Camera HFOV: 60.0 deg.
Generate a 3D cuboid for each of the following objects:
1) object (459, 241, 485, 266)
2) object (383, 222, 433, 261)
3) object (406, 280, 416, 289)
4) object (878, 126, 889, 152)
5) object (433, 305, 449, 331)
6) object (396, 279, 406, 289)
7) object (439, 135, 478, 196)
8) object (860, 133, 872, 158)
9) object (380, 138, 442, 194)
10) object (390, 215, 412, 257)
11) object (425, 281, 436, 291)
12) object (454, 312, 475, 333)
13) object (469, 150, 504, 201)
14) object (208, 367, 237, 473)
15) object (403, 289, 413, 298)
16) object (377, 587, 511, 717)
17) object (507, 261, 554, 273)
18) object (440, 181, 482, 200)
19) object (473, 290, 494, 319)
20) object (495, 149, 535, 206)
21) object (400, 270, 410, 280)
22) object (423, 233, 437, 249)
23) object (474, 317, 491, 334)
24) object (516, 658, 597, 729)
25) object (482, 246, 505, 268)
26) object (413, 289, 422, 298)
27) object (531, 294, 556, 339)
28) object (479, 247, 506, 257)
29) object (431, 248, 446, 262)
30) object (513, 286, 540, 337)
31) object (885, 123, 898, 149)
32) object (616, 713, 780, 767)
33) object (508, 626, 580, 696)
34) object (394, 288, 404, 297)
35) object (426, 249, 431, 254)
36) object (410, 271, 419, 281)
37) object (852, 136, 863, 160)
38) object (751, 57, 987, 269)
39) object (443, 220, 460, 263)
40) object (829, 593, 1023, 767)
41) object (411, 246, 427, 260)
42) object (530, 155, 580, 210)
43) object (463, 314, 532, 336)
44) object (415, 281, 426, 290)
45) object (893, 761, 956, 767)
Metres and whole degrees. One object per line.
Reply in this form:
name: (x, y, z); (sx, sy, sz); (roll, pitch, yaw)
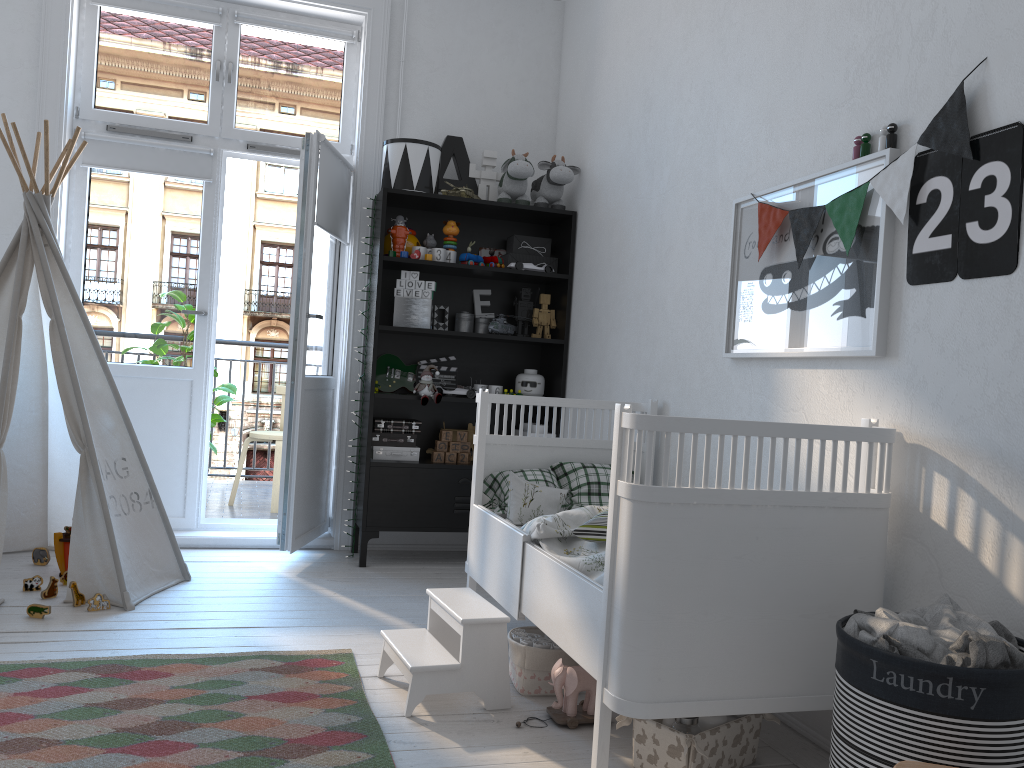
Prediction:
object: (-0.185, -0.603, 4.141); (0.121, 0.126, 0.087); (3, 1, -40)
object: (-0.492, -0.658, 4.096); (0.197, 0.197, 0.318); (4, 0, -20)
object: (-0.458, -0.449, 4.020); (0.040, 0.040, 0.040); (4, 0, 3)
object: (0.895, -0.589, 2.131); (0.025, 0.064, 0.025); (3, 1, -21)
object: (-0.344, -0.313, 4.289); (0.070, 0.134, 0.028); (4, 1, -17)
object: (-0.503, -0.452, 4.019); (0.040, 0.040, 0.040); (4, 0, -7)
object: (-0.291, -1.020, 4.289); (0.343, 0.344, 0.057); (4, 1, -17)
object: (0.877, -0.590, 2.198); (0.025, 0.064, 0.025); (4, 1, -19)
object: (-0.455, -0.988, 4.163); (0.272, 0.259, 0.395); (4, 0, 12)
object: (-0.504, -0.663, 4.019); (0.105, 0.203, 0.072); (4, 1, -9)
object: (-0.368, -0.443, 4.023); (0.040, 0.040, 0.040); (4, 0, 8)
object: (-0.230, -0.293, 4.288); (0.095, 0.110, 0.095); (4, 1, -12)
object: (-0.118, -0.982, 4.310); (0.190, 0.290, 0.065); (4, 1, -12)
object: (-1.933, 0.078, 5.160); (0.720, 1.225, 0.489); (4, 1, -7)
object: (-0.473, -0.410, 4.028); (0.040, 0.040, 0.040); (4, 0, -12)
object: (-0.186, 0.724, 2.438); (0.288, 0.245, 0.332); (4, 0, -22)
object: (0.088, -0.547, 4.175); (0.230, 0.048, 0.098); (4, 0, -27)
object: (-0.244, -0.894, 4.116); (0.121, 0.100, 0.338); (4, 0, 18)
object: (-0.140, -0.392, 4.357); (0.107, 0.151, 0.055); (4, 1, -17)
object: (0.009, -0.951, 4.177); (0.154, 0.253, 0.370); (4, 0, -9)
object: (-0.483, -0.491, 4.019); (0.040, 0.040, 0.040); (4, 0, -12)
object: (-0.391, -0.634, 4.206); (0.063, 0.160, 0.063); (3, 1, -38)
object: (-0.113, -0.277, 4.237); (0.078, 0.091, 0.246); (4, 0, -22)
object: (0.128, 0.793, 2.282); (0.254, 0.151, 0.125); (4, 1, -18)
object: (-0.092, -0.597, 4.213); (0.122, 0.112, 0.087); (4, 1, 44)
object: (-0.428, -0.407, 4.022); (0.040, 0.040, 0.040); (4, 0, -2)
object: (0.155, -0.323, 4.270); (0.114, 0.221, 0.052); (4, 1, -17)
object: (0.005, -0.598, 4.405); (0.347, 0.132, 0.037); (4, 1, -17)
object: (-0.337, -0.584, 4.055); (0.067, 0.067, 0.067); (4, 0, -16)
object: (0.066, -0.349, 4.307); (0.117, 0.259, 0.081); (4, 1, -17)
object: (0.902, -0.588, 2.107); (0.025, 0.064, 0.025); (3, 1, -24)
object: (0.434, 0.807, 2.065); (0.360, 0.163, 0.242); (3, 0, -42)
object: (0.091, 0.791, 2.554); (0.215, 0.148, 0.240); (4, 0, -10)
object: (-0.511, -0.412, 4.019); (0.040, 0.040, 0.040); (4, 0, -2)
object: (-0.386, -0.587, 4.102); (0.067, 0.067, 0.067); (3, 1, -43)
object: (-0.442, -0.488, 4.020); (0.040, 0.040, 0.040); (4, 0, -7)
object: (0.869, -0.591, 2.225); (0.025, 0.064, 0.025); (3, 1, -21)
object: (0.844, -0.512, 2.273); (0.058, 0.415, 0.904); (4, 0, -17)
object: (-0.286, -0.654, 4.109); (0.077, 0.213, 0.077); (4, 1, 17)
object: (0.758, 0.653, 1.603); (0.345, 0.513, 0.346); (3, 1, -26)
object: (-0.424, -0.589, 4.044); (0.067, 0.067, 0.067); (4, 0, -16)
object: (0.153, -0.942, 4.225); (0.211, 0.253, 0.386); (3, 1, -33)
object: (-0.053, -0.279, 4.220); (0.368, 0.106, 0.349); (4, 0, -15)
object: (-0.412, -0.446, 4.022); (0.040, 0.040, 0.040); (4, 0, 13)
object: (0.684, 0.730, 1.242); (0.379, 0.367, 0.378); (4, 1, 43)
